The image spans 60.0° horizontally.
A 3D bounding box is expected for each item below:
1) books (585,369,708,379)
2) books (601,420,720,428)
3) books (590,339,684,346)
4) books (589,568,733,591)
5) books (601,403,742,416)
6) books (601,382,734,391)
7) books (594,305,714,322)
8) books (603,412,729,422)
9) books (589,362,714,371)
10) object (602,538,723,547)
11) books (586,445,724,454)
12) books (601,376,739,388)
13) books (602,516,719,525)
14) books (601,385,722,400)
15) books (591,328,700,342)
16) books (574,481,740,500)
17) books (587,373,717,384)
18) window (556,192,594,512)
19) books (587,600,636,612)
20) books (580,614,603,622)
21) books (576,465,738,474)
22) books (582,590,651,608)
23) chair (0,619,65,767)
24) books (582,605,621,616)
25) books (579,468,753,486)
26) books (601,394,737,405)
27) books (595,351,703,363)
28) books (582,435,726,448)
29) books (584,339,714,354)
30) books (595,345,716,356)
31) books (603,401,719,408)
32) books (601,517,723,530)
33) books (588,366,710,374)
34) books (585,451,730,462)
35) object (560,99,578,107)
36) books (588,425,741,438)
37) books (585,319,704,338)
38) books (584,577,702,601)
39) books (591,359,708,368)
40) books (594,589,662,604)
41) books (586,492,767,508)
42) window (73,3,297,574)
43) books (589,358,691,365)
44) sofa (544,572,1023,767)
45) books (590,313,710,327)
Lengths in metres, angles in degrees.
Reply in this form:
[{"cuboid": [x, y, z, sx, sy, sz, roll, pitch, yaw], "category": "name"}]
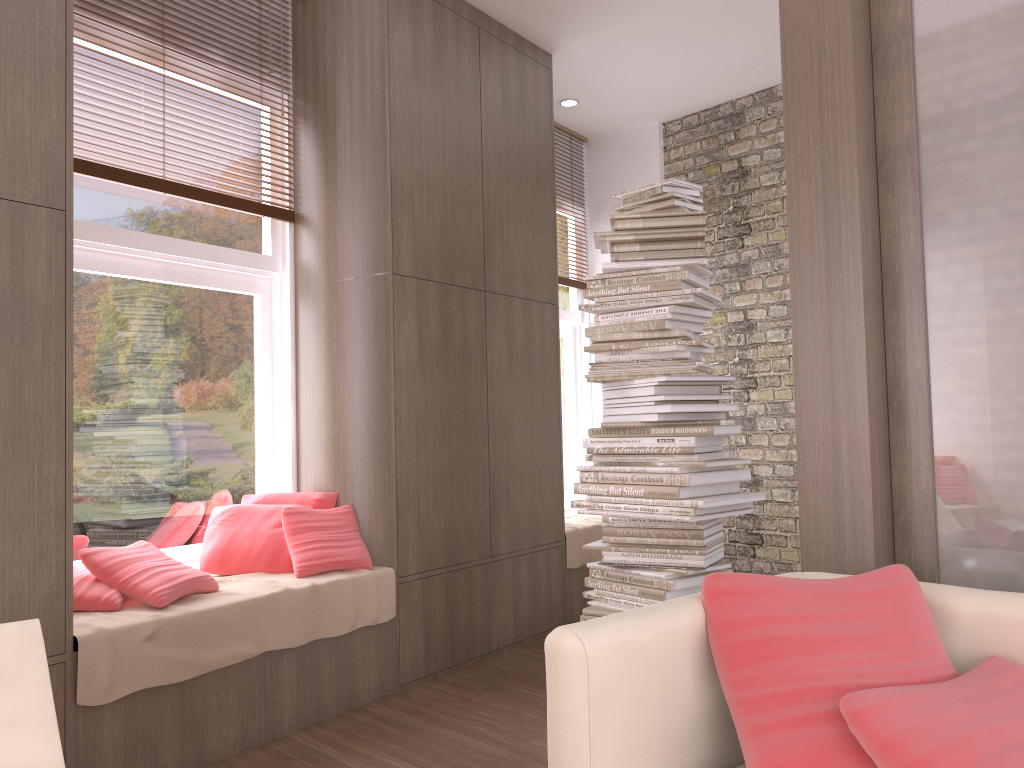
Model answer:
[{"cuboid": [0.549, -0.034, 3.581, 0.444, 0.015, 0.279, -3, -3, 22], "category": "books"}, {"cuboid": [0.590, 0.162, 3.580, 0.450, 0.022, 0.364, -2, -3, 7], "category": "books"}, {"cuboid": [0.533, -0.157, 3.592, 0.368, 0.009, 0.262, -3, -3, 22], "category": "books"}, {"cuboid": [0.587, 0.750, 3.511, 0.348, 0.038, 0.448, 1, -4, -38], "category": "books"}, {"cuboid": [0.620, 0.102, 3.518, 0.317, 0.030, 0.524, 0, -3, -23], "category": "books"}, {"cuboid": [0.615, 0.009, 3.565, 0.345, 0.010, 0.443, 0, -3, -23], "category": "books"}, {"cuboid": [0.571, -0.272, 3.580, 0.379, 0.028, 0.297, -4, -4, 42], "category": "books"}, {"cuboid": [0.605, 0.135, 3.558, 0.322, 0.030, 0.435, 0, -3, -23], "category": "books"}, {"cuboid": [0.568, -0.063, 3.567, 0.446, 0.012, 0.291, -3, -3, 22], "category": "books"}, {"cuboid": [0.593, 0.616, 3.490, 0.413, 0.008, 0.243, -3, -3, 27], "category": "object"}, {"cuboid": [0.573, 0.260, 3.537, 0.442, 0.025, 0.346, -3, -3, 32], "category": "books"}, {"cuboid": [0.616, -0.008, 3.536, 0.326, 0.018, 0.500, 0, -3, -23], "category": "books"}, {"cuboid": [0.597, 0.520, 3.489, 0.396, 0.024, 0.310, -3, -3, 27], "category": "books"}, {"cuboid": [0.593, 0.035, 3.569, 0.308, 0.036, 0.417, 0, -3, -23], "category": "books"}, {"cuboid": [0.545, -0.185, 3.596, 0.379, 0.028, 0.297, -3, -3, 22], "category": "books"}, {"cuboid": [0.578, 0.415, 3.556, 0.410, 0.046, 0.522, 1, -4, -43], "category": "books"}, {"cuboid": [0.566, -0.021, 3.555, 0.469, 0.015, 0.267, -3, -3, 22], "category": "books"}, {"cuboid": [0.109, -0.238, 5.966, 0.160, 2.229, 1.407, -3, -3, 35], "category": "window"}, {"cuboid": [0.574, 0.861, 3.456, 0.350, 0.013, 0.448, 1, -4, -38], "category": "books"}, {"cuboid": [0.573, 0.919, 3.439, 0.518, 0.057, 0.341, -3, -3, 32], "category": "books"}, {"cuboid": [0.581, 0.334, 3.558, 0.399, 0.020, 0.510, 1, -4, -43], "category": "books"}, {"cuboid": [0.571, 0.844, 3.505, 0.330, 0.023, 0.506, 1, -4, -38], "category": "books"}, {"cuboid": [-0.897, 0.814, 1.188, 0.739, 0.767, 0.860, 1, -4, -43], "category": "chair"}, {"cuboid": [0.562, 0.880, 3.481, 0.450, 0.022, 0.364, -3, -3, 32], "category": "books"}, {"cuboid": [0.613, 0.367, 3.559, 0.421, 0.046, 0.542, 1, -4, -43], "category": "books"}, {"cuboid": [0.614, 0.063, 3.539, 0.323, 0.020, 0.484, 0, -3, -23], "category": "books"}, {"cuboid": [0.561, -0.100, 3.602, 0.379, 0.028, 0.297, -3, -3, 22], "category": "books"}, {"cuboid": [0.575, 0.230, 3.562, 0.469, 0.038, 0.364, -3, -3, 32], "category": "books"}, {"cuboid": [0.556, -0.144, 3.579, 0.467, 0.020, 0.283, -3, -3, 22], "category": "books"}, {"cuboid": [0.576, -0.125, 3.578, 0.388, 0.020, 0.287, -4, -4, 42], "category": "books"}, {"cuboid": [0.587, 0.083, 3.566, 0.294, 0.013, 0.413, 0, -3, -23], "category": "books"}, {"cuboid": [0.596, 0.542, 3.494, 0.405, 0.018, 0.300, -3, -3, 27], "category": "books"}, {"cuboid": [0.557, -0.048, 3.578, 0.432, 0.013, 0.288, -3, -3, 22], "category": "books"}, {"cuboid": [0.588, 0.291, 3.567, 0.469, 0.028, 0.368, -3, -3, 32], "category": "books"}, {"cuboid": [0.374, -1.845, 5.820, 0.119, 0.010, 0.119, 0, -3, -17], "category": "object"}, {"cuboid": [0.614, 0.189, 3.552, 0.518, 0.038, 0.341, -3, -3, 32], "category": "books"}, {"cuboid": [0.538, -0.217, 3.609, 0.379, 0.039, 0.297, -4, -4, 42], "category": "books"}, {"cuboid": [0.559, 0.790, 3.511, 0.339, 0.038, 0.432, 1, -4, -38], "category": "books"}, {"cuboid": [0.563, -0.074, 3.580, 0.412, 0.011, 0.308, -3, -3, 22], "category": "books"}, {"cuboid": [0.610, 0.817, 3.466, 0.350, 0.021, 0.468, 1, -4, -38], "category": "books"}, {"cuboid": [0.645, 0.448, 3.508, 0.423, 0.025, 0.566, 1, -4, -43], "category": "books"}, {"cuboid": [-1.489, -0.316, 3.652, 0.160, 2.229, 1.407, -3, -3, 35], "category": "window"}, {"cuboid": [0.546, -0.082, 3.598, 0.395, 0.007, 0.308, -3, -3, 22], "category": "books"}, {"cuboid": [1.116, 0.756, 1.066, 0.919, 0.751, 2.204, 1, -4, -43], "category": "sofa"}, {"cuboid": [0.558, -0.247, 3.599, 0.388, 0.020, 0.287, -4, -4, 42], "category": "books"}]
